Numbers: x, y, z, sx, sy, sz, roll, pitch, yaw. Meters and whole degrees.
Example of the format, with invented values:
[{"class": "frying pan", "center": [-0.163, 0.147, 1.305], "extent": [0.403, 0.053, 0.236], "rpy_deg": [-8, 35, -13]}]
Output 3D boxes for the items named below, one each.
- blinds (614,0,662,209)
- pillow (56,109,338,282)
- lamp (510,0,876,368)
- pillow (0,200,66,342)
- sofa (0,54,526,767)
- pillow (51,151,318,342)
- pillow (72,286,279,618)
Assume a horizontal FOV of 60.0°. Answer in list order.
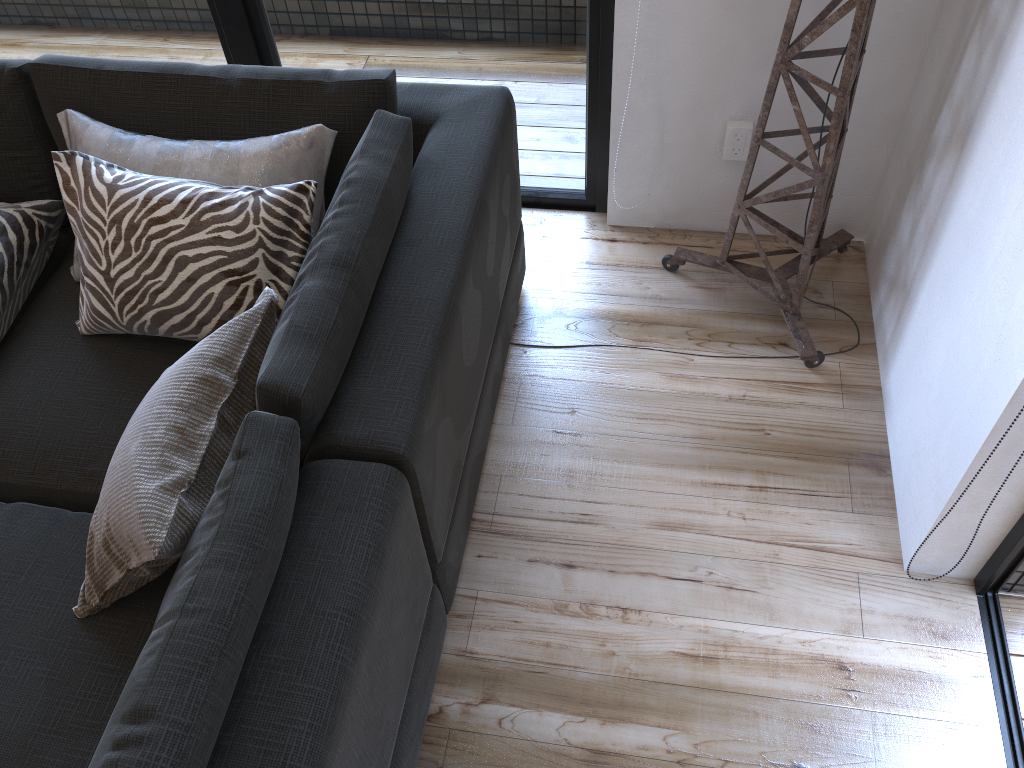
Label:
[{"class": "blinds", "center": [-2.319, -1.355, 1.928], "extent": [5.368, 2.059, 0.095], "rpy_deg": [5, 51, 8]}, {"class": "pillow", "center": [-0.649, -0.355, 1.804], "extent": [0.611, 0.296, 0.233], "rpy_deg": [6, 51, 9]}, {"class": "lamp", "center": [0.140, -0.708, 1.515], "extent": [1.468, 1.841, 0.422], "rpy_deg": [-6, 51, -1]}, {"class": "pillow", "center": [-1.167, -0.207, 1.829], "extent": [0.356, 0.179, 0.527], "rpy_deg": [4, 51, 7]}, {"class": "sofa", "center": [-1.704, 0.499, 1.389], "extent": [3.043, 0.706, 2.977], "rpy_deg": [5, 52, 8]}, {"class": "pillow", "center": [-0.612, -0.244, 1.682], "extent": [0.531, 0.316, 0.249], "rpy_deg": [8, 52, 11]}, {"class": "pillow", "center": [-0.530, 0.099, 1.436], "extent": [0.273, 0.311, 0.543], "rpy_deg": [5, 51, 8]}]
